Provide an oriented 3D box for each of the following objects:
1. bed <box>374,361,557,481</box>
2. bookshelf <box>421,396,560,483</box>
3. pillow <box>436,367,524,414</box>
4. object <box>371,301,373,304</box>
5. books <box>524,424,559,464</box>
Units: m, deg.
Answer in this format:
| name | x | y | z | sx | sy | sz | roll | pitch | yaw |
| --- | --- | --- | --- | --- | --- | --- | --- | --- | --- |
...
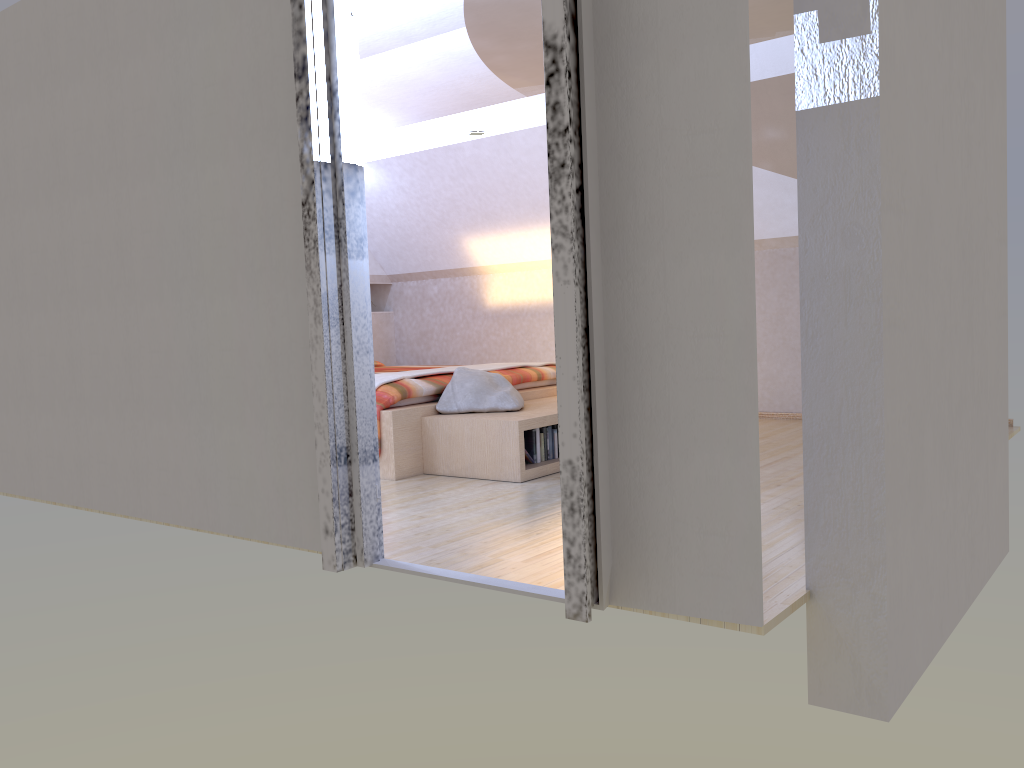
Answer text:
| name | x | y | z | sx | sy | sz | roll | pitch | yaw |
| --- | --- | --- | --- | --- | --- | --- | --- | --- | --- |
| bed | -1.233 | -0.084 | 6.187 | 3.009 | 0.994 | 2.087 | 0 | 5 | 37 |
| bookshelf | 0.233 | 0.269 | 5.101 | 0.643 | 0.303 | 1.495 | 0 | 5 | 37 |
| pillow | -0.170 | 0.030 | 4.982 | 0.470 | 0.241 | 0.498 | -2 | 4 | 2 |
| object | -1.589 | -0.773 | 8.464 | 0.085 | 0.193 | 0.905 | 0 | 5 | 38 |
| books | 0.145 | 0.302 | 4.690 | 0.157 | 0.193 | 0.652 | 0 | 5 | 37 |
